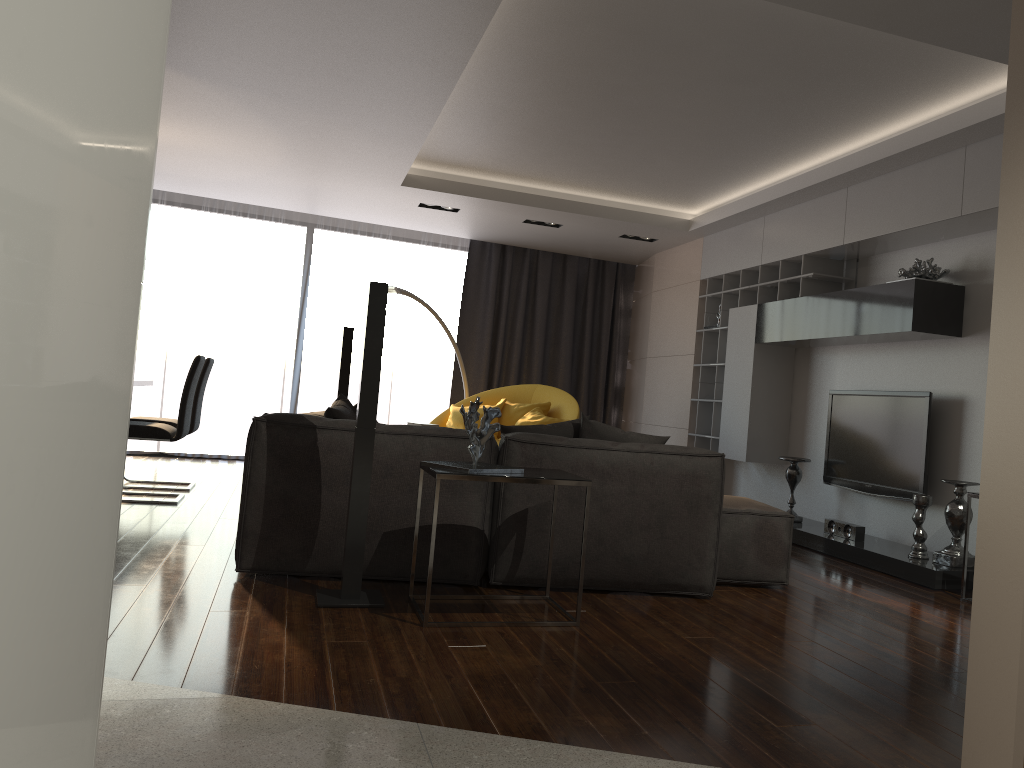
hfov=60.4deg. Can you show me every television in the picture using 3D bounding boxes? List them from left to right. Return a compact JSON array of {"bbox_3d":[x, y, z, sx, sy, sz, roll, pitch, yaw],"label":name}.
[{"bbox_3d":[2.507,0.407,5.988,0.148,0.715,1.068,5,-1,-14],"label":"television"}]

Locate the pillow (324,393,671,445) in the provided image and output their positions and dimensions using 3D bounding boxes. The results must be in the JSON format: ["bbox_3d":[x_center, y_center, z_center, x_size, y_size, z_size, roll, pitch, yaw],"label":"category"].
[{"bbox_3d":[-0.351,0.292,4.581,1.997,0.431,1.109,4,-1,35],"label":"pillow"}]

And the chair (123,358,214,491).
[{"bbox_3d":[-2.541,0.264,6.423,0.591,0.965,0.414,5,-2,-17],"label":"chair"}]

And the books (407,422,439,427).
[{"bbox_3d":[-0.670,0.308,6.610,0.163,0.022,0.194,6,-1,-40],"label":"books"}]

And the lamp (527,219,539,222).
[{"bbox_3d":[0.203,-1.551,8.196,0.176,0.077,0.177,5,-1,3],"label":"lamp"}]

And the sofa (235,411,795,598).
[{"bbox_3d":[0.052,0.587,5.116,2.778,0.704,2.447,5,-1,-7],"label":"sofa"}]

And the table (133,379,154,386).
[{"bbox_3d":[-3.127,0.310,5.870,1.073,0.760,1.551,5,-1,-16],"label":"table"}]

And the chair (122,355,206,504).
[{"bbox_3d":[-2.378,0.267,5.763,0.591,0.965,0.414,5,-2,-17],"label":"chair"}]

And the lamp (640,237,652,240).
[{"bbox_3d":[1.320,-1.452,8.580,0.179,0.077,0.175,5,-1,-5],"label":"lamp"}]

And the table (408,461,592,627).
[{"bbox_3d":[-0.059,0.627,3.511,0.620,0.563,0.436,5,-2,-17],"label":"table"}]

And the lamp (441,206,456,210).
[{"bbox_3d":[-0.563,-1.619,7.933,0.179,0.077,0.175,5,-1,-5],"label":"lamp"}]

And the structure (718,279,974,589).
[{"bbox_3d":[2.272,0.249,6.250,0.495,1.767,2.795,5,-1,-14],"label":"structure"}]

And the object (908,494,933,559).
[{"bbox_3d":[2.435,0.847,5.241,0.128,0.372,0.118,6,-2,-22],"label":"object"}]

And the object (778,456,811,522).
[{"bbox_3d":[2.100,0.788,6.585,0.250,0.475,0.229,6,-2,-24],"label":"object"}]

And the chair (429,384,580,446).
[{"bbox_3d":[-0.113,0.469,7.931,1.438,1.006,1.196,4,-2,40],"label":"chair"}]

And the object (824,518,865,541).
[{"bbox_3d":[2.233,0.979,5.915,0.074,0.094,0.349,5,-1,-14],"label":"object"}]

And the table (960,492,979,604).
[{"bbox_3d":[2.642,0.865,4.374,0.465,0.563,0.582,5,-1,-16],"label":"table"}]

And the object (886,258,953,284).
[{"bbox_3d":[2.599,-0.710,5.561,0.334,0.177,0.312,5,-1,-17],"label":"object"}]

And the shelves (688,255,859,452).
[{"bbox_3d":[2.095,-0.153,7.336,0.391,1.601,1.862,5,-1,-14],"label":"shelves"}]

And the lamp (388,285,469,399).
[{"bbox_3d":[0.283,0.135,9.312,4.464,1.780,0.551,6,-2,-38],"label":"lamp"}]

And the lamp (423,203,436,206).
[{"bbox_3d":[-0.738,-1.634,7.872,0.184,0.077,0.170,5,-1,-22],"label":"lamp"}]

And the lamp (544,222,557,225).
[{"bbox_3d":[0.378,-1.535,8.256,0.179,0.077,0.175,5,-1,-5],"label":"lamp"}]

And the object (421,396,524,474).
[{"bbox_3d":[-0.142,0.192,3.455,0.269,0.288,0.300,3,-2,44],"label":"object"}]

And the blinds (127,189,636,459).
[{"bbox_3d":[-2.212,-0.628,8.900,7.817,2.895,0.716,5,-2,-25],"label":"blinds"}]

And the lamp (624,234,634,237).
[{"bbox_3d":[1.145,-1.468,8.520,0.176,0.077,0.177,5,-1,3],"label":"lamp"}]

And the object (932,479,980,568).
[{"bbox_3d":[2.569,0.801,5.064,0.229,0.482,0.209,6,-2,-22],"label":"object"}]

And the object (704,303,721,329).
[{"bbox_3d":[1.928,-0.603,7.935,0.294,0.227,0.275,5,-1,-17],"label":"object"}]

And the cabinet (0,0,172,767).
[{"bbox_3d":[-3.262,-0.620,3.033,4.589,2.502,6.701,5,-1,-15],"label":"cabinet"}]
